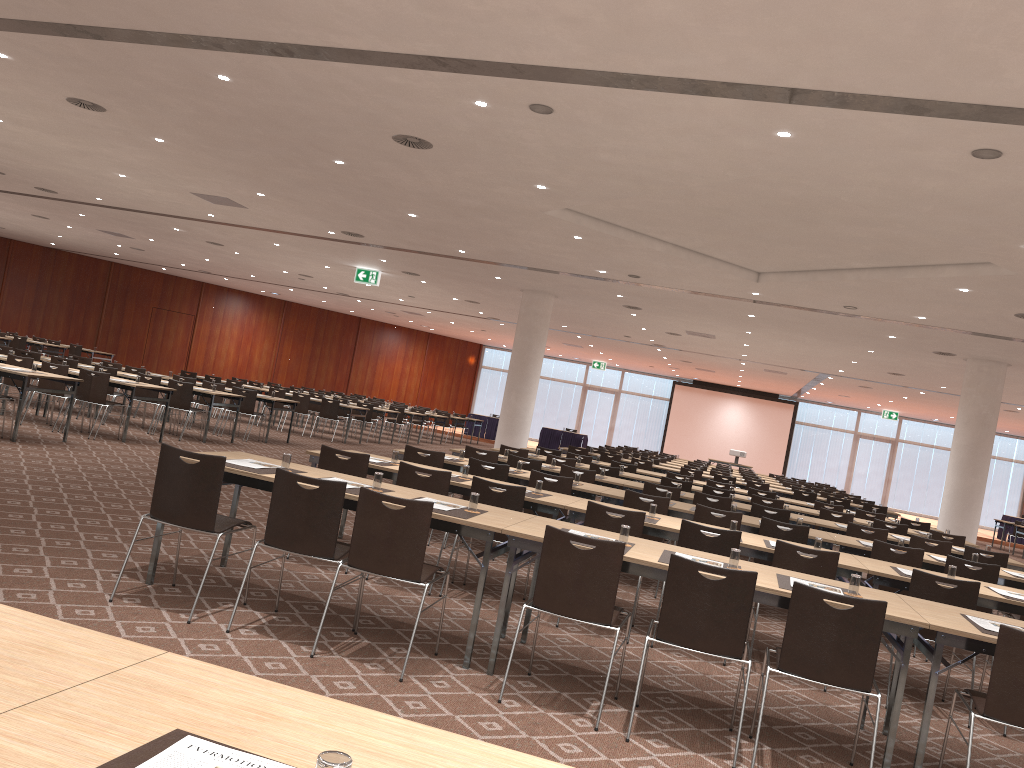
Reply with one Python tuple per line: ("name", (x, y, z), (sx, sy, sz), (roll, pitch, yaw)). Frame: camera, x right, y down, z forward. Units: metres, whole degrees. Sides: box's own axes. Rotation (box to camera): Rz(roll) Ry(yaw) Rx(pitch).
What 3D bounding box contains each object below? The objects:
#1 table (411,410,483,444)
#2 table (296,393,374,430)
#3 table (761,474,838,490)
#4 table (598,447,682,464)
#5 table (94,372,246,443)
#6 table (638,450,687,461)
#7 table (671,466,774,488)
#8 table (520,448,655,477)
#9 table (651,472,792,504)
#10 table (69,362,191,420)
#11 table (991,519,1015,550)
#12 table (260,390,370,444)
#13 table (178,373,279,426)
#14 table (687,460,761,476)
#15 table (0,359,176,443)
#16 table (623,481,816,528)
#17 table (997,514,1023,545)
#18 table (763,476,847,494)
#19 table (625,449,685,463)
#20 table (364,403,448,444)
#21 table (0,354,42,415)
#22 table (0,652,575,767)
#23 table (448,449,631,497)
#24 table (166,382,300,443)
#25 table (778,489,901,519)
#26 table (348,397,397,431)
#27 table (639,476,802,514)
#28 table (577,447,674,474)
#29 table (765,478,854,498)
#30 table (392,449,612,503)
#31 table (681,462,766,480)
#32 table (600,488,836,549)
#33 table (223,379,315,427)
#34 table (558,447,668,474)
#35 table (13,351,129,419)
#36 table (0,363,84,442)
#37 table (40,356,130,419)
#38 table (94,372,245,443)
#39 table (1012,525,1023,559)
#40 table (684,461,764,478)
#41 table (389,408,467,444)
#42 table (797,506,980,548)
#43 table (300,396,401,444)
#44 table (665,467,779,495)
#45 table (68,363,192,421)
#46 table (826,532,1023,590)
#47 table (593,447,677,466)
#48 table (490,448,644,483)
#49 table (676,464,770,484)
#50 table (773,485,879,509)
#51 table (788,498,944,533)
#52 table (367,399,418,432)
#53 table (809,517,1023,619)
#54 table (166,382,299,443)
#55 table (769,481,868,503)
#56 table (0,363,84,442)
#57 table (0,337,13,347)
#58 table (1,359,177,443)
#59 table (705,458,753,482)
("table", (-2.227, 1.443, 30.253), (2.266, 0.833, 0.954), (10, -1, 14))
("table", (-5.338, 0.784, 26.924), (2.266, 0.833, 0.954), (10, -1, 14))
("table", (8.783, 3.428, 27.453), (2.266, 0.833, 0.954), (10, -1, 14))
("table", (3.505, 2.378, 24.675), (2.266, 0.833, 0.954), (10, -1, 14))
("table", (-5.889, 0.401, 15.218), (2.266, 0.833, 0.954), (10, -1, 14))
("table", (4.451, 2.647, 28.555), (2.266, 0.833, 0.954), (10, -1, 14))
("table", (4.726, 2.499, 20.244), (2.266, 0.833, 0.954), (10, -1, 14))
("table", (1.261, 1.739, 15.460), (2.266, 0.833, 0.954), (10, -1, 14))
("table", (3.427, 2.130, 14.909), (2.266, 0.833, 0.954), (10, -1, 14))
("table", (-7.583, 0.145, 17.709), (2.266, 0.833, 0.954), (10, -1, 14))
("table", (15.308, 4.604, 25.793), (2.266, 0.833, 0.954), (10, -1, 14))
("table", (-4.590, 0.771, 20.553), (2.266, 0.833, 0.954), (10, -1, 14))
("table", (-6.756, 0.380, 21.104), (2.266, 0.833, 0.954), (10, -1, 14))
("table", (6.617, 3.037, 28.004), (2.266, 0.833, 0.954), (10, -1, 14))
("table", (-6.362, 0.266, 13.278), (2.266, 0.833, 0.954), (10, -1, 14))
("table", (2.481, 1.861, 11.029), (2.266, 0.833, 0.954), (10, -1, 14))
("table", (16.825, 4.833, 28.733), (1.711, 0.832, 1.042), (10, -1, 14))
("table", (8.310, 3.293, 25.513), (2.266, 0.833, 0.954), (10, -1, 14))
("table", (3.978, 2.512, 26.615), (2.266, 0.833, 0.954), (10, -1, 14))
("table", (-3.172, 1.174, 26.373), (2.266, 0.833, 0.954), (10, -1, 14))
("table", (-8.528, -0.124, 13.829), (2.266, 0.833, 0.954), (10, -1, 14))
("table", (0.108, 1.185, 1.287), (2.266, 0.833, 0.954), (10, -1, 14))
("table", (0.315, 1.470, 11.580), (2.266, 0.833, 0.954), (10, -1, 14))
("table", (-5.417, 0.535, 17.158), (2.266, 0.833, 0.954), (10, -1, 14))
("table", (6.420, 2.755, 17.753), (2.266, 0.833, 0.954), (10, -1, 14))
("table", (-4.865, 0.918, 28.864), (2.266, 0.833, 0.954), (10, -1, 14))
("table", (2.954, 1.995, 12.969), (2.266, 0.833, 0.954), (10, -1, 14))
("table", (2.560, 2.109, 20.795), (2.266, 0.833, 0.954), (10, -1, 14))
("table", (7.838, 3.159, 23.573), (2.266, 0.833, 0.954), (10, -1, 14))
("table", (-0.157, 1.336, 9.640), (2.266, 0.833, 0.954), (10, -1, 14))
("table", (5.672, 2.768, 24.124), (2.266, 0.833, 0.954), (10, -1, 14))
("table", (2.009, 1.726, 9.089), (2.266, 0.833, 0.954), (10, -1, 14))
("table", (-6.283, 0.515, 23.044), (2.266, 0.833, 0.954), (10, -1, 14))
("table", (2.088, 1.974, 18.855), (2.266, 0.833, 0.954), (10, -1, 14))
("table", (-8.055, 0.010, 15.769), (2.266, 0.833, 0.954), (10, -1, 14))
("table", (-6.834, 0.132, 11.338), (2.266, 0.833, 0.954), (10, -1, 14))
("table", (-8.055, 0.010, 15.769), (2.266, 0.833, 0.954), (10, -1, 14))
("table", (-5.889, 0.401, 15.218), (2.266, 0.833, 0.954), (10, -1, 14))
("table", (14.835, 4.470, 23.853), (2.266, 0.833, 0.954), (10, -1, 14))
("table", (6.144, 2.903, 26.064), (2.266, 0.833, 0.954), (10, -1, 14))
("table", (-2.699, 1.309, 28.313), (2.266, 0.833, 0.954), (10, -1, 14))
("table", (5.120, 2.386, 12.418), (2.266, 0.833, 0.954), (10, -1, 14))
("table", (-4.117, 0.905, 22.493), (2.266, 0.833, 0.954), (10, -1, 14))
("table", (4.254, 2.365, 18.304), (2.266, 0.833, 0.954), (10, -1, 14))
("table", (-7.583, 0.145, 17.709), (2.266, 0.833, 0.954), (10, -1, 14))
("table", (4.175, 2.117, 8.538), (2.266, 0.833, 0.954), (10, -1, 14))
("table", (3.033, 2.243, 22.735), (2.266, 0.833, 0.954), (10, -1, 14))
("table", (0.788, 1.605, 13.520), (2.266, 0.833, 0.954), (10, -1, 14))
("table", (5.199, 2.634, 22.184), (2.266, 0.833, 0.954), (10, -1, 14))
("table", (6.893, 2.890, 19.693), (2.266, 0.833, 0.954), (10, -1, 14))
("table", (5.593, 2.520, 14.358), (2.266, 0.833, 0.954), (10, -1, 14))
("table", (-4.393, 1.053, 30.804), (2.266, 0.833, 0.954), (10, -1, 14))
("table", (4.648, 2.251, 10.478), (2.266, 0.833, 0.954), (10, -1, 14))
("table", (-5.417, 0.535, 17.158), (2.266, 0.833, 0.954), (10, -1, 14))
("table", (7.365, 3.024, 21.633), (2.266, 0.833, 0.954), (10, -1, 14))
("table", (-6.834, 0.132, 11.338), (2.266, 0.833, 0.954), (10, -1, 14))
("table", (-14.336, -0.986, 23.033), (2.266, 0.833, 0.954), (10, -1, 14))
("table", (-6.362, 0.266, 13.278), (2.266, 0.833, 0.954), (10, -1, 14))
("table", (7.584, 3.168, 31.101), (1.539, 0.832, 0.954), (10, -1, 14))
